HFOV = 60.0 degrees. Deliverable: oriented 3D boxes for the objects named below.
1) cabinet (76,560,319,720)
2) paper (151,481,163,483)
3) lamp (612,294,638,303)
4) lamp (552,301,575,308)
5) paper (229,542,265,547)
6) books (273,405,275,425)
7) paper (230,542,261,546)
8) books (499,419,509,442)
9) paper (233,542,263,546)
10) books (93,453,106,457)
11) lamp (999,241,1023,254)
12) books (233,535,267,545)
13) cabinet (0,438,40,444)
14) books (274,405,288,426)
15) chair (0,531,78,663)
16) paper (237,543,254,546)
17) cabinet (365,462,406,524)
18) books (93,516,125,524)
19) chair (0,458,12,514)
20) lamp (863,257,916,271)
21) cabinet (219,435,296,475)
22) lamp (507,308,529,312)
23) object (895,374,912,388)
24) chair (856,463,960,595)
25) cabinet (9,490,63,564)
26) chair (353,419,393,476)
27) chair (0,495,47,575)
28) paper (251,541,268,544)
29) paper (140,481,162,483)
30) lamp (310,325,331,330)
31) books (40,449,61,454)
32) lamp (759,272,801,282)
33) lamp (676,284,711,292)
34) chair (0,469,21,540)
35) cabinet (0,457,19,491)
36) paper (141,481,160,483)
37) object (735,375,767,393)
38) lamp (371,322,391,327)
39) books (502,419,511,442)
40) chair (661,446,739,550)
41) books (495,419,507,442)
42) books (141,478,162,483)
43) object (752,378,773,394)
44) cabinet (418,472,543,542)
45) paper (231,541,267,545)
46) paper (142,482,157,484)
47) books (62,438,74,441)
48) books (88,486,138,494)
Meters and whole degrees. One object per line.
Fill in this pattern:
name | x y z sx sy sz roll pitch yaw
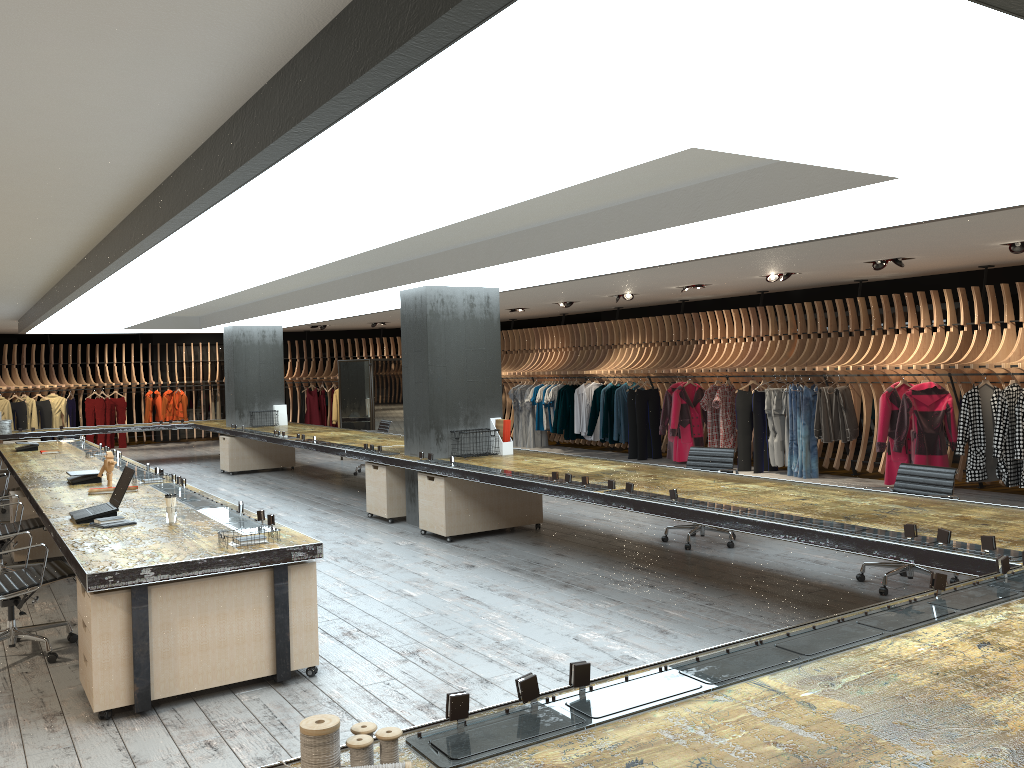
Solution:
cabinet | -1.701 1.311 4.822 1.132 0.630 0.593 -2 1 -32
paper | -3.152 0.855 7.752 0.176 0.004 0.130 -2 1 -28
lamp | 1.803 -1.467 14.290 0.269 0.301 0.492 -2 1 -32
lamp | 0.952 -1.477 15.639 0.269 0.286 0.492 -2 1 -32
paper | -1.446 0.866 4.834 0.176 0.003 0.130 -2 1 -34
books | -4.157 0.558 15.873 0.215 0.368 0.047 -2 0 -32
paper | -1.437 0.863 4.845 0.176 0.004 0.130 -2 1 -28
books | -0.102 0.563 9.485 0.048 0.368 0.215 -2 0 -32
paper | -1.436 0.864 4.845 0.176 0.004 0.130 -2 1 -24
books | -4.860 0.837 10.476 0.155 0.025 0.110 -2 1 -37
lamp | 5.204 -1.462 8.894 0.269 0.294 0.492 -2 1 -32
books | -1.430 0.849 4.846 0.155 0.025 0.110 -2 1 -37
cabinet | -8.859 1.298 15.968 0.593 0.630 1.131 -2 1 -32
books | -4.119 0.558 15.814 0.215 0.368 0.073 -2 0 -32
chair | -3.009 1.222 5.413 0.693 0.859 0.668 -1 1 44
paper | -1.436 0.864 4.845 0.176 0.004 0.130 -2 1 -30
cabinet | -1.034 1.188 10.178 1.132 0.630 0.593 -2 1 -32
books | -2.551 0.858 5.589 0.112 0.027 0.186 -1 1 43
chair | -6.715 1.211 11.378 0.693 0.859 0.668 -1 1 44
lamp | 4.354 -1.466 10.243 0.269 0.291 0.492 -2 1 -32
cabinet | -4.367 1.185 15.234 1.132 0.630 0.593 -2 1 -32
lamp | 0.102 -1.475 16.988 0.269 0.294 0.492 -2 1 -32
object | 4.974 0.003 11.261 0.525 0.270 0.012 -2 0 -12
chair | 2.831 1.037 6.394 0.668 0.859 0.693 -2 1 -36
cabinet | -4.109 1.309 8.432 1.132 0.630 0.593 -2 1 -32
chair | -2.281 1.027 14.401 0.668 0.859 0.693 -2 1 -36
chair | -4.144 1.218 7.259 0.668 0.859 0.693 -2 1 -41
paper | -1.437 0.862 4.845 0.176 0.004 0.130 -2 1 -25
paper | -3.152 0.854 7.752 0.176 0.004 0.130 -2 1 -27
lamp | -4.569 -1.420 20.993 0.492 0.294 0.269 -1 1 13
books | -5.854 0.857 11.242 0.213 0.026 0.366 -2 1 -32
lamp | 3.503 -1.471 11.592 0.269 0.284 0.492 -2 1 -32
lamp | 2.653 -1.468 12.941 0.269 0.296 0.492 -2 1 -32
chair | -5.528 1.214 9.514 0.668 0.859 0.693 -2 1 -36
cabinet | -6.888 1.303 12.835 1.132 0.630 0.593 -2 1 -32
paper | -3.152 0.853 7.752 0.176 0.004 0.130 -2 1 -26
object | 3.630 -0.002 13.355 0.525 0.270 0.012 -1 0 8
lamp | -3.074 -1.453 20.464 0.492 0.292 0.269 -1 1 25
books | -0.083 0.562 9.496 0.048 0.368 0.215 -2 0 -32
chair | 1.717 1.035 8.147 0.693 0.859 0.668 -1 1 34
books | -0.120 0.564 9.473 0.048 0.368 0.215 -2 0 -32
books | -3.146 0.841 7.752 0.155 0.025 0.110 -2 1 -37
object | 3.751 -0.002 13.179 0.525 0.270 0.012 -2 0 -32
cabinet | -0.312 1.190 9.033 1.132 0.630 0.593 -2 1 -32
paper | -1.437 0.861 4.845 0.176 0.004 0.130 -2 1 -26
paper | -3.161 0.858 7.741 0.176 0.003 0.130 -2 1 -34
books | -6.668 0.833 13.330 0.155 0.025 0.110 -2 1 -37
books | -3.236 0.861 7.199 0.366 0.026 0.213 -2 1 -22
